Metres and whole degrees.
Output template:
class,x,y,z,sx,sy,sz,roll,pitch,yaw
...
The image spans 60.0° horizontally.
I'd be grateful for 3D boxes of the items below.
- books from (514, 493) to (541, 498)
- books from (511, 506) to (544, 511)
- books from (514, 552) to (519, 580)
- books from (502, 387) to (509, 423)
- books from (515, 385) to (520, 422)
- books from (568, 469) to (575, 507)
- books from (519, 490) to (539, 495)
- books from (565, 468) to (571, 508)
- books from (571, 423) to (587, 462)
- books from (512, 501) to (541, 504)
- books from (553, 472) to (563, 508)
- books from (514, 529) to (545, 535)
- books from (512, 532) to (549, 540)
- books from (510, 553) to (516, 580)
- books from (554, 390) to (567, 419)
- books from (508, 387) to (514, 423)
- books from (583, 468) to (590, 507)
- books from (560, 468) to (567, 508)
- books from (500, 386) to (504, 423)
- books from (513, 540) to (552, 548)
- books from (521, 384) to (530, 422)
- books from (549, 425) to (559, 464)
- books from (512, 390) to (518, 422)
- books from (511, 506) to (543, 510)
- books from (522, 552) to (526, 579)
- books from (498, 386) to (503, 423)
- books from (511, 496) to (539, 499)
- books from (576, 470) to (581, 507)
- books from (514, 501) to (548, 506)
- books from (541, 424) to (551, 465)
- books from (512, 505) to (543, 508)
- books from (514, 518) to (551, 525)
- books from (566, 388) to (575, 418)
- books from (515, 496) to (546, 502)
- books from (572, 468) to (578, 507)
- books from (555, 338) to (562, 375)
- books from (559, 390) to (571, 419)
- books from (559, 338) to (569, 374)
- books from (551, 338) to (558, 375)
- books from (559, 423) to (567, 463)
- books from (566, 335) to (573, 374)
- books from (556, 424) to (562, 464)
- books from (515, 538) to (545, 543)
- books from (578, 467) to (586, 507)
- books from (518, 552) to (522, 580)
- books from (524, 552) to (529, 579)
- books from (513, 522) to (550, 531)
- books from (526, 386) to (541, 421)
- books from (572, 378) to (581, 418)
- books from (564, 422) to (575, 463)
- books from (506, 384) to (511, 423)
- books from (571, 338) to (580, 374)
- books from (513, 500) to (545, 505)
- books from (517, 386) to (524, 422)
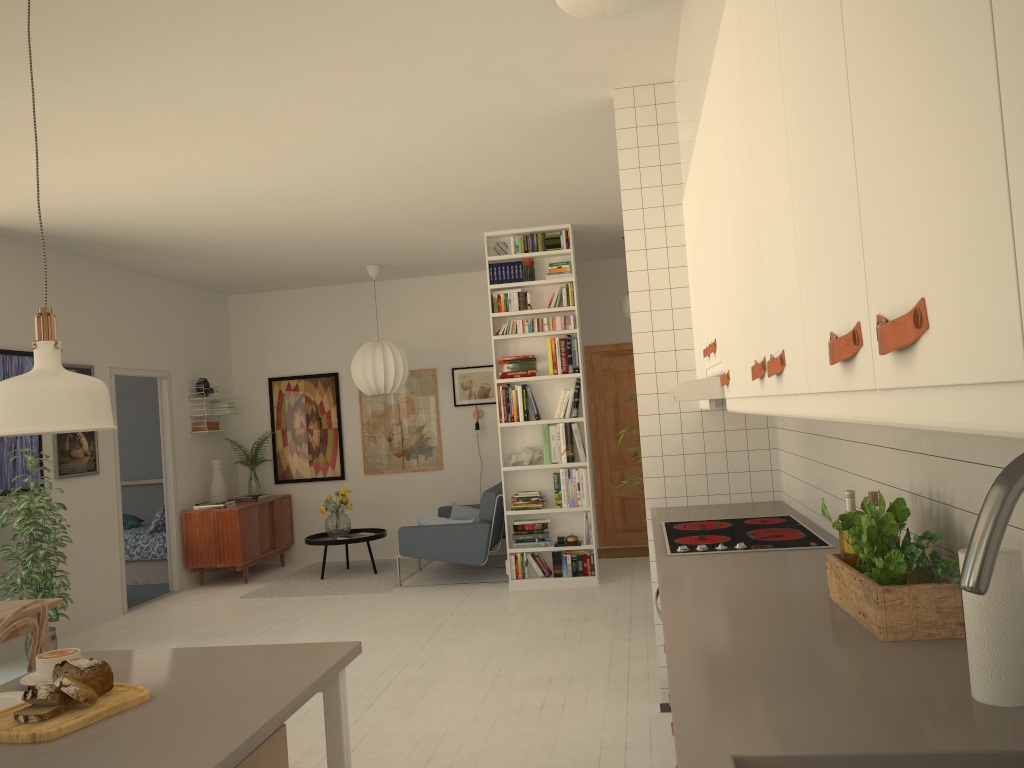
class,x,y,z,sx,sy,sz,roll,pitch,yaw
books,0.129,0.906,7.251,0.212,0.017,0.165,-4,-2,6
books,0.132,1.013,7.230,0.247,0.009,0.170,-5,-2,11
books,0.052,1.477,7.239,0.026,0.206,0.187,-4,-2,8
books,-0.042,0.173,7.296,0.032,0.291,0.203,-4,-2,8
books,0.058,0.161,7.291,0.020,0.304,0.193,-4,-2,8
books,0.488,0.843,7.177,0.035,0.304,0.150,-4,-2,8
books,0.136,0.886,7.230,0.166,0.019,0.127,-4,-2,1
books,0.462,0.839,7.222,0.027,0.311,0.228,-4,-2,8
books,0.552,0.473,7.212,0.099,0.316,0.228,-4,-2,8
books,0.121,0.957,7.228,0.238,0.012,0.120,-4,-2,3
books,0.383,0.858,7.219,0.057,0.284,0.200,-4,-2,8
books,0.147,1.200,7.235,0.247,0.039,0.143,-4,-2,5
books,0.155,1.235,7.233,0.297,0.039,0.165,-4,-2,3
books,0.020,1.485,7.247,0.039,0.199,0.185,-4,-2,8
books,0.400,0.166,7.210,0.115,0.232,0.133,-4,-2,8
books,0.009,0.170,7.288,0.030,0.289,0.200,-4,-2,8
books,0.612,0.831,7.198,0.039,0.303,0.229,-4,-2,8
books,0.430,0.841,7.224,0.037,0.312,0.241,-4,-2,8
books,-0.065,0.170,7.307,0.015,0.301,0.207,-4,-2,8
books,0.178,1.300,7.244,0.297,0.039,0.204,-5,-2,13
books,0.114,0.154,7.261,0.033,0.306,0.150,-4,-2,8
books,0.351,0.494,7.234,0.065,0.311,0.199,-4,-2,8
books,0.036,0.184,7.277,0.024,0.260,0.199,-4,-2,8
books,0.125,1.002,7.229,0.246,0.014,0.173,-4,-2,7
books,0.108,1.468,7.241,0.021,0.215,0.174,-4,-2,8
books,-0.083,0.171,7.316,0.021,0.301,0.222,-4,-2,8
books,0.115,0.920,7.244,0.221,0.010,0.169,-5,-2,11
books,0.544,0.842,7.187,0.022,0.291,0.208,-4,-2,8
books,0.164,0.976,7.259,0.255,0.014,0.197,-5,-2,18
books,0.290,0.488,7.239,0.056,0.328,0.228,-4,-2,8
books,0.137,0.989,7.236,0.248,0.009,0.171,-5,-2,11
books,0.165,1.119,7.252,0.297,0.024,0.162,-4,-2,-1
books,0.482,0.157,7.229,0.092,0.244,0.196,-4,-2,8
books,0.160,0.935,7.244,0.235,0.025,0.163,-5,-2,15
books,0.522,0.837,7.205,0.025,0.306,0.213,-4,-2,8
books,0.388,-0.222,7.254,0.029,0.301,0.185,-4,-2,8
books,0.436,0.166,7.213,0.105,0.225,0.138,-4,-2,8
books,0.430,-0.221,7.241,0.059,0.291,0.182,-4,-2,8
books,0.357,-0.220,7.263,0.039,0.302,0.199,-4,-2,8
books,0.427,0.479,7.228,0.037,0.324,0.240,-4,-2,8
books,0.475,-0.237,7.235,0.039,0.317,0.161,-4,-2,8
books,0.397,0.483,7.246,0.023,0.321,0.235,-4,-2,8
books,0.152,1.268,7.249,0.241,0.024,0.168,-4,-2,3
books,0.572,0.832,7.173,0.037,0.308,0.161,-4,-2,8
books,0.074,1.473,7.231,0.020,0.211,0.184,-4,-2,8
books,0.122,1.466,7.224,0.010,0.215,0.193,-4,-2,8
books,0.162,1.155,7.236,0.285,0.047,0.185,-4,-2,8
books,0.180,0.157,7.263,0.093,0.288,0.200,-4,-2,8
books,0.530,0.115,7.216,0.092,0.319,0.179,-4,-2,8
books,0.473,0.473,7.217,0.056,0.327,0.202,-4,-2,8
books,-0.017,0.158,7.293,0.021,0.317,0.179,-4,-2,8
books,0.523,-0.227,7.226,0.054,0.289,0.179,-4,-2,8
books,0.140,0.965,7.243,0.250,0.008,0.135,-4,-2,5
books,0.083,0.163,7.273,0.032,0.291,0.189,-4,-2,8
